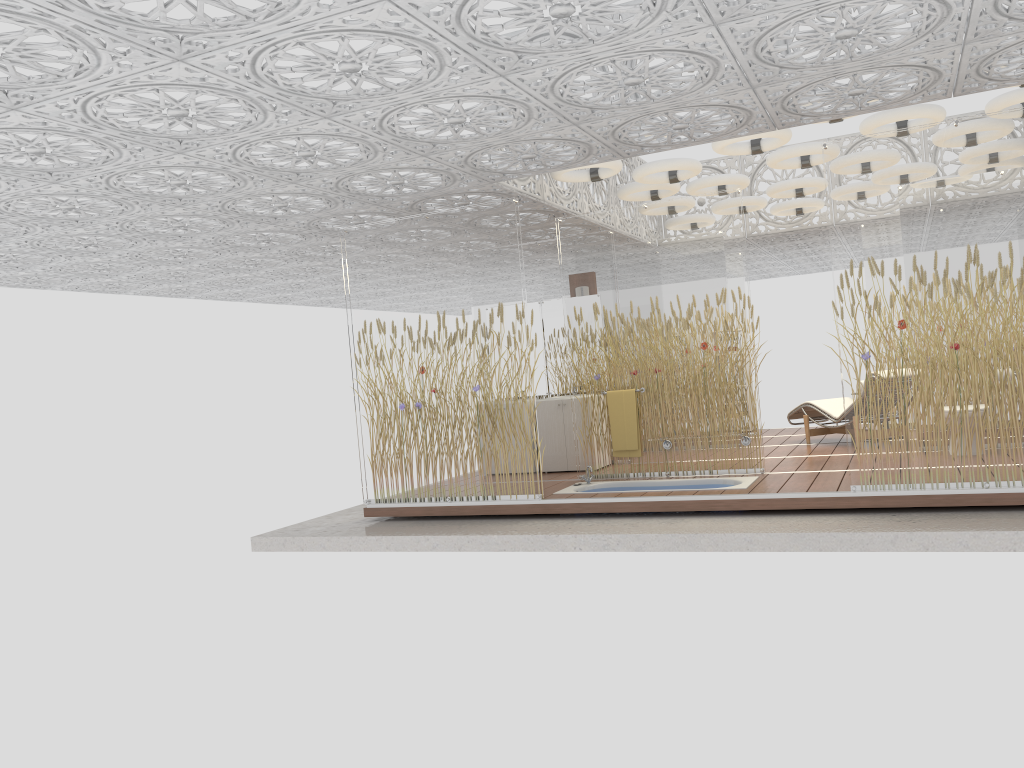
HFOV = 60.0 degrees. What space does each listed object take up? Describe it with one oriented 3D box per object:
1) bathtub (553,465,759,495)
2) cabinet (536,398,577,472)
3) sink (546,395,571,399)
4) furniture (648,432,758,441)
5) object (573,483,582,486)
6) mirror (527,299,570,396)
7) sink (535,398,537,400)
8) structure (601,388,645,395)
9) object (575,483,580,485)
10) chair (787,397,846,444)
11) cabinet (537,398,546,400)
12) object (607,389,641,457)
[{"bbox_3d":[1.288,1.015,7.903,1.700,0.582,0.700,-5,0,24],"label":"bathtub"},{"bbox_3d":[0.683,0.537,9.815,0.643,0.782,0.549,-5,0,24],"label":"cabinet"},{"bbox_3d":[0.655,0.170,9.828,0.573,0.266,0.499,-5,0,27],"label":"sink"},{"bbox_3d":[1.741,0.482,8.126,0.977,0.014,0.178,-5,0,24],"label":"furniture"},{"bbox_3d":[0.618,0.948,8.369,0.065,0.011,0.108,-5,0,33],"label":"object"},{"bbox_3d":[0.384,-0.414,10.205,1.422,1.081,0.009,-5,0,24],"label":"mirror"},{"bbox_3d":[0.001,0.225,10.120,0.573,0.266,0.499,-5,0,21],"label":"sink"},{"bbox_3d":[1.057,0.075,8.536,0.442,0.047,0.078,-5,0,24],"label":"structure"},{"bbox_3d":[0.618,0.941,8.369,0.035,0.016,0.066,-5,0,33],"label":"object"},{"bbox_3d":[3.839,0.263,9.996,0.635,0.811,1.787,-5,0,-16],"label":"chair"},{"bbox_3d":[0.028,0.592,10.106,0.643,0.782,0.549,-5,0,24],"label":"cabinet"},{"bbox_3d":[1.075,0.382,8.513,0.283,0.656,0.042,-5,0,24],"label":"object"}]
